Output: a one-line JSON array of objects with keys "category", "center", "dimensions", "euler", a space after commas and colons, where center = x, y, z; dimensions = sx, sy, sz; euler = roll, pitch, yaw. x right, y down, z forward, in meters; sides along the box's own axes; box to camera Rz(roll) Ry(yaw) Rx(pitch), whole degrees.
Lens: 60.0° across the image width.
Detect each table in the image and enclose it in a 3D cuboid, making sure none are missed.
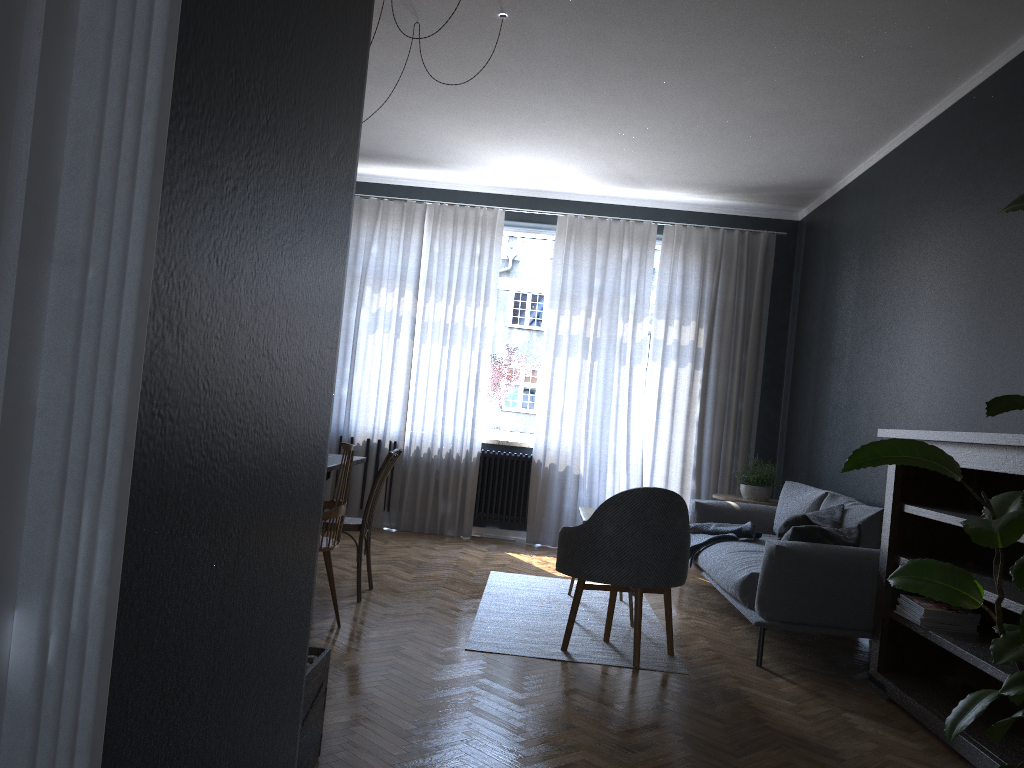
[{"category": "table", "center": [-1.499, 0.719, 4.561], "dimensions": [1.126, 0.727, 1.605], "euler": [6, -2, 2]}, {"category": "table", "center": [0.522, 1.025, 5.079], "dimensions": [0.339, 0.550, 0.788], "euler": [6, -2, 2]}]

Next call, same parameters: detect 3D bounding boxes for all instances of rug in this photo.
[{"category": "rug", "center": [0.320, 1.275, 4.946], "dimensions": [1.003, 0.013, 2.012], "euler": [6, -2, 2]}]

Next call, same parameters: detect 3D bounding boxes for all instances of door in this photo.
[{"category": "door", "center": [-0.513, -0.055, 0.442], "dimensions": [0.162, 2.186, 0.857], "euler": [6, -1, 2]}]

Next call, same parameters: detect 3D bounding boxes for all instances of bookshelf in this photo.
[{"category": "bookshelf", "center": [1.824, 0.776, 3.118], "dimensions": [0.451, 1.172, 1.919], "euler": [6, -2, 2]}]

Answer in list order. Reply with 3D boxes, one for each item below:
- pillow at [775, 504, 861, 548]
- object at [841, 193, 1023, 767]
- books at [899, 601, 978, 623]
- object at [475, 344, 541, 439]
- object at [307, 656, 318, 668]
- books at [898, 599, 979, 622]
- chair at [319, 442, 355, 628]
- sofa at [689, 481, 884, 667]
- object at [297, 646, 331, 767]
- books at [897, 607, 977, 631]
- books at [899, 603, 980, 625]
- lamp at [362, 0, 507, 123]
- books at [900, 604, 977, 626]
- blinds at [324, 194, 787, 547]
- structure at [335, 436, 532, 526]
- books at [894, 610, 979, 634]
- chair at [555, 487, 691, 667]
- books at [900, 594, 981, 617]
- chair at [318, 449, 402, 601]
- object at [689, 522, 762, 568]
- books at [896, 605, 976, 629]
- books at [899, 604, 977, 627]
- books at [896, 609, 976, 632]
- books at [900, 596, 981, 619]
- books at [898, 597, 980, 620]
[{"category": "pillow", "center": [1.580, 0.809, 4.633], "dimensions": [0.442, 0.362, 0.798], "euler": [5, -2, 20]}, {"category": "object", "center": [1.386, 0.333, 1.877], "dimensions": [1.118, 1.898, 0.764], "euler": [6, -1, -4]}, {"category": "books", "center": [1.787, 0.958, 3.731], "dimensions": [0.218, 0.008, 0.288], "euler": [5, -2, 6]}, {"category": "object", "center": [-0.095, 0.072, 7.590], "dimensions": [0.514, 0.809, 0.599], "euler": [6, -1, -24]}, {"category": "object", "center": [-0.750, 0.843, 2.370], "dimensions": [0.370, 0.246, 0.533], "euler": [6, -2, 2]}, {"category": "books", "center": [1.785, 0.951, 3.729], "dimensions": [0.218, 0.008, 0.305], "euler": [5, -2, 6]}, {"category": "chair", "center": [-0.972, 0.699, 4.229], "dimensions": [0.384, 0.856, 0.456], "euler": [6, -1, -13]}, {"category": "sofa", "center": [1.637, 1.014, 5.251], "dimensions": [0.970, 0.798, 2.341], "euler": [6, -2, 2]}, {"category": "object", "center": [-0.753, 0.920, 2.370], "dimensions": [0.383, 0.326, 0.553], "euler": [6, -2, 2]}, {"category": "books", "center": [1.782, 0.988, 3.735], "dimensions": [0.218, 0.008, 0.305], "euler": [5, -2, 7]}, {"category": "books", "center": [1.790, 0.963, 3.727], "dimensions": [0.218, 0.006, 0.305], "euler": [5, -2, 7]}, {"category": "lamp", "center": [-0.739, -1.073, 4.386], "dimensions": [1.589, 1.574, 0.583], "euler": [5, -1, 33]}, {"category": "books", "center": [1.790, 0.969, 3.736], "dimensions": [0.218, 0.008, 0.288], "euler": [5, -2, 8]}, {"category": "blinds", "center": [0.165, -0.063, 7.494], "dimensions": [3.992, 2.788, 0.312], "euler": [6, -1, 2]}, {"category": "structure", "center": [-0.616, 0.822, 7.566], "dimensions": [1.846, 0.600, 0.216], "euler": [6, -1, 2]}, {"category": "books", "center": [1.780, 1.002, 3.735], "dimensions": [0.218, 0.008, 0.305], "euler": [6, -2, 2]}, {"category": "chair", "center": [0.559, 0.864, 4.149], "dimensions": [0.645, 0.811, 0.494], "euler": [6, -1, -20]}, {"category": "books", "center": [1.793, 0.928, 3.727], "dimensions": [0.218, 0.013, 0.305], "euler": [5, -2, 7]}, {"category": "chair", "center": [-0.896, 0.742, 4.880], "dimensions": [0.467, 0.819, 0.363], "euler": [6, -1, 2]}, {"category": "object", "center": [1.350, 1.029, 5.838], "dimensions": [0.490, 0.329, 0.667], "euler": [5, -2, 7]}, {"category": "books", "center": [1.782, 0.980, 3.737], "dimensions": [0.218, 0.013, 0.305], "euler": [5, -2, 7]}, {"category": "books", "center": [1.788, 0.975, 3.736], "dimensions": [0.218, 0.008, 0.288], "euler": [5, -2, 8]}, {"category": "books", "center": [1.781, 0.995, 3.737], "dimensions": [0.218, 0.007, 0.305], "euler": [5, -2, 7]}, {"category": "books", "center": [1.793, 0.937, 3.728], "dimensions": [0.218, 0.008, 0.305], "euler": [5, -2, 7]}, {"category": "books", "center": [1.789, 0.944, 3.729], "dimensions": [0.218, 0.008, 0.305], "euler": [5, -2, 6]}]
